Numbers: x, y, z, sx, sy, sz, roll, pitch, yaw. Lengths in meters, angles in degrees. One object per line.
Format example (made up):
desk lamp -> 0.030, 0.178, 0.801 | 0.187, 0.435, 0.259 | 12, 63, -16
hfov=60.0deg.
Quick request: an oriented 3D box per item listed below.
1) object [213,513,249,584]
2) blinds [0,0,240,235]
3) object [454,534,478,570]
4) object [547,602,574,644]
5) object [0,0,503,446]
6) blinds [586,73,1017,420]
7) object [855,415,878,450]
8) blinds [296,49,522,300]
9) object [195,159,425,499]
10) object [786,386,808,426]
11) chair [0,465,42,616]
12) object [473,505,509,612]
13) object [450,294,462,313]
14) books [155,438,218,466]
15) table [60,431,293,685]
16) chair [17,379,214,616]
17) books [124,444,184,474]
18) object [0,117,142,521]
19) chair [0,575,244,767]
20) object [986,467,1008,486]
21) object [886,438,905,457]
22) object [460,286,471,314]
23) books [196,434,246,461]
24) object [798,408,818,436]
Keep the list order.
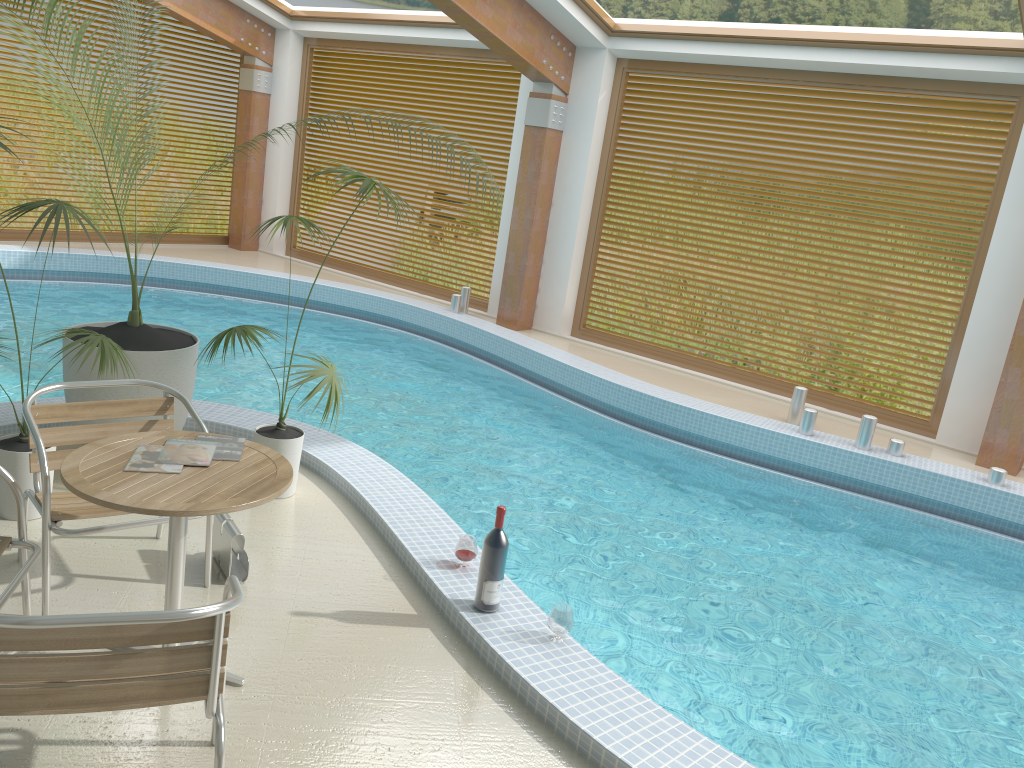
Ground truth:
object -> -1.172, 0.670, 3.696 | 0.081, 0.223, 0.272 | -1, 17, -33
blinds -> -5.302, -3.865, 11.148 | 0.099, 4.025, 4.500 | 19, 17, 34
object -> -0.201, 0.735, 3.879 | 0.102, 0.137, 0.102 | -5, 20, -44
object -> 0.185, 0.915, 3.399 | 0.102, 0.137, 0.102 | -5, 20, -44
object -> -1.699, -1.011, 4.362 | 2.979, 2.960, 2.729 | -2, 18, -36
blinds -> 2.586, -1.471, 8.786 | 4.200, 2.921, 0.095 | 19, 17, 34
object -> 2.729, 0.373, 6.832 | 0.115, 0.254, 0.115 | 5, 15, -14
blinds -> -1.363, -2.794, 11.611 | 4.200, 2.921, 0.095 | 19, 17, 34
object -> -1.027, -0.259, 4.422 | 1.059, 1.695, 0.791 | 14, 15, 22
object -> 2.438, 0.187, 7.581 | 0.115, 0.320, 0.115 | 7, 14, -6
chair -> -1.793, 0.565, 2.673 | 0.563, 0.727, 0.618 | 6, 14, -12
object -> -0.072, 0.688, 3.519 | 0.109, 0.435, 0.109 | 4, 15, -19
object -> -0.628, -0.908, 9.951 | 0.115, 0.204, 0.115 | 5, 15, -14
books -> -1.084, 0.227, 2.968 | 0.166, 0.004, 0.241 | 5, 14, -13
table -> -1.116, 0.610, 2.946 | 0.700, 0.720, 0.700 | -1, 17, -34
chair -> -1.534, 0.410, 3.440 | 0.618, 0.727, 0.563 | -4, 19, -41
books -> -1.148, 0.243, 2.885 | 0.166, 0.004, 0.241 | 5, 14, -13
object -> -2.078, -0.228, 3.664 | 1.059, 1.695, 0.791 | 4, 15, -18
chair -> -1.040, 0.780, 2.282 | 0.618, 0.727, 0.563 | 3, 15, -22
object -> 3.520, 0.671, 6.437 | 0.115, 0.107, 0.115 | 7, 14, -6
object -> 2.951, 0.488, 6.817 | 0.115, 0.107, 0.115 | 7, 14, -6
object -> -0.553, -0.967, 10.321 | 0.115, 0.320, 0.115 | 7, 14, -6
books -> -1.014, 0.219, 3.061 | 0.166, 0.004, 0.241 | 5, 14, -13
object -> 2.341, 0.298, 7.014 | 0.115, 0.194, 0.115 | 5, 15, -14
